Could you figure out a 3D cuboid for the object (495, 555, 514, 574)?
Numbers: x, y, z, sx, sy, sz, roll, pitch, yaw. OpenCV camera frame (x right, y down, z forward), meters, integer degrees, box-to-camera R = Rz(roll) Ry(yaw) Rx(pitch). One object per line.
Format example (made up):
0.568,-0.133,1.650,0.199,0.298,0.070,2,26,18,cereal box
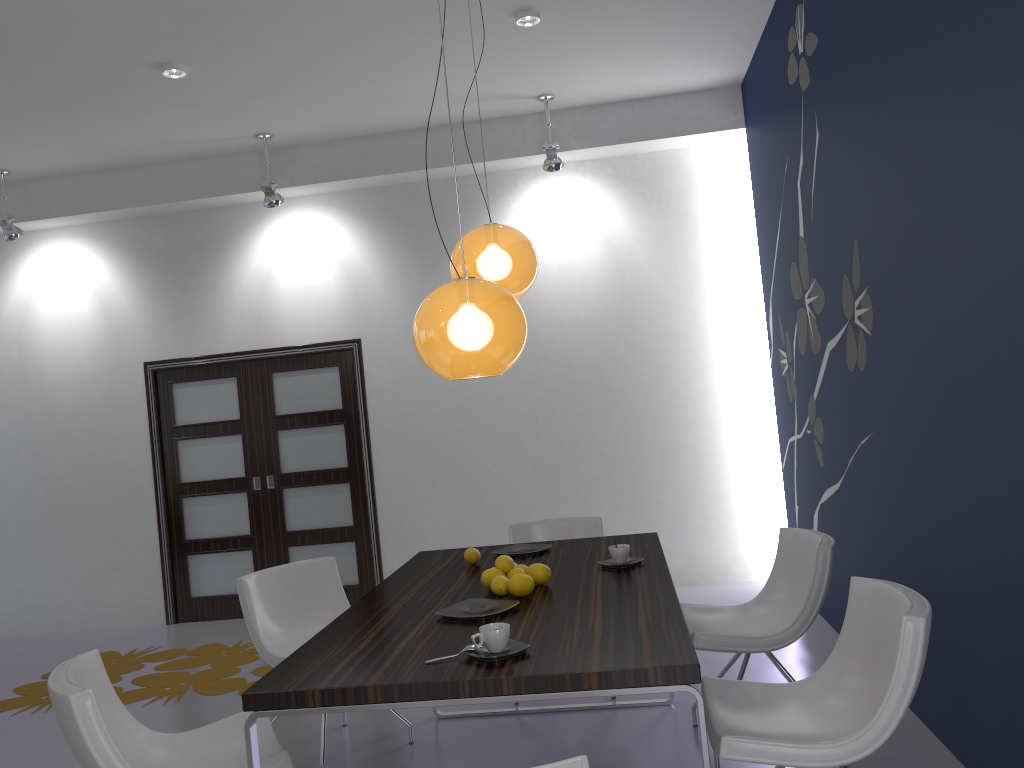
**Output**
-0.027,0.650,3.191,0.070,0.068,0.083,-6,-2,10,object

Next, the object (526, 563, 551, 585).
0.096,0.679,3.167,0.079,0.077,0.094,-4,-2,-40,object

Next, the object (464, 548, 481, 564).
-0.167,0.724,3.733,0.070,0.068,0.083,-6,-2,10,object

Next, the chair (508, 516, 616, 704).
0.243,1.121,4.517,0.508,0.805,0.620,-6,-2,6,chair

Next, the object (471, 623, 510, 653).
-0.048,0.670,2.323,0.081,0.064,0.101,-7,-2,32,object

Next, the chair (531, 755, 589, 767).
-0.071,1.079,1.752,0.508,0.805,0.620,-6,-1,1,chair

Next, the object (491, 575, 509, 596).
-0.038,0.694,3.048,0.070,0.068,0.083,-6,-2,10,object

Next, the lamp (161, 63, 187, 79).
-1.892,-1.753,4.968,0.132,0.035,0.132,-4,-2,-41,lamp

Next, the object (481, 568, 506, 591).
-0.064,0.693,3.141,0.094,0.080,0.076,-6,-2,8,object

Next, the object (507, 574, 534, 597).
0.030,0.681,2.999,0.094,0.077,0.079,-5,-2,-20,object

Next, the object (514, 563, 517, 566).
-0.005,0.697,3.304,0.070,0.068,0.083,-6,-2,10,object

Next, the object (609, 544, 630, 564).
0.405,0.654,3.400,0.101,0.064,0.081,-7,-2,31,object

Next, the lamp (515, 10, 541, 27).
0.085,-1.954,4.745,0.132,0.035,0.132,-6,-2,6,lamp

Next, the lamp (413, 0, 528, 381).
-0.212,-1.001,2.788,0.358,1.974,0.359,-6,-2,12,lamp

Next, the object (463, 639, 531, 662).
-0.040,0.701,2.331,0.154,0.020,0.154,-4,-2,-38,object

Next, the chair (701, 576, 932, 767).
0.873,1.006,2.507,0.620,0.805,0.508,-6,-2,6,chair

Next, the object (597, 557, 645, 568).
0.417,0.684,3.394,0.154,0.020,0.154,-4,-2,-39,object

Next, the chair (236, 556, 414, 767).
-0.829,1.210,3.902,0.620,0.805,0.508,-7,-2,41,chair

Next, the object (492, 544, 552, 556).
0.046,0.735,3.915,0.232,0.020,0.232,-7,-2,35,object

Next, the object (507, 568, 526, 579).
0.019,0.689,3.140,0.069,0.071,0.081,-5,-2,-17,object

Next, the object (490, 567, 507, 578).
-0.056,0.700,3.232,0.083,0.068,0.070,-5,-2,-25,object

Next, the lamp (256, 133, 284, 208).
-1.718,-1.496,6.276,0.150,0.511,0.185,-6,-2,6,lamp

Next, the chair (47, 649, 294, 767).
-0.986,1.192,2.611,0.620,0.805,0.508,-5,-2,-24,chair

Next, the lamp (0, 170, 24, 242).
-3.696,-1.295,6.499,0.150,0.511,0.185,-6,-2,6,lamp

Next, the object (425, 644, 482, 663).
-0.153,0.705,2.323,0.155,0.028,0.032,-5,-2,-13,object

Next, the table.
0.037,1.116,3.145,1.127,0.783,2.046,-6,-2,6,table

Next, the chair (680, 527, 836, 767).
0.991,1.021,3.540,0.620,0.805,0.508,-6,-1,1,chair

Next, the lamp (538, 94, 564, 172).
0.259,-1.697,6.053,0.150,0.511,0.185,-6,-2,6,lamp

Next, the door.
-1.914,0.766,6.946,1.764,2.061,0.220,-6,-2,6,door

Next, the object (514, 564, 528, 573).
0.028,0.692,3.223,0.083,0.068,0.070,-5,-2,-25,object

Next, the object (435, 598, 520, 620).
-0.109,0.722,2.836,0.232,0.020,0.232,-7,-2,35,object

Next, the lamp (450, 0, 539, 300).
-0.138,-1.152,3.607,0.359,1.645,0.358,-6,-2,17,lamp
